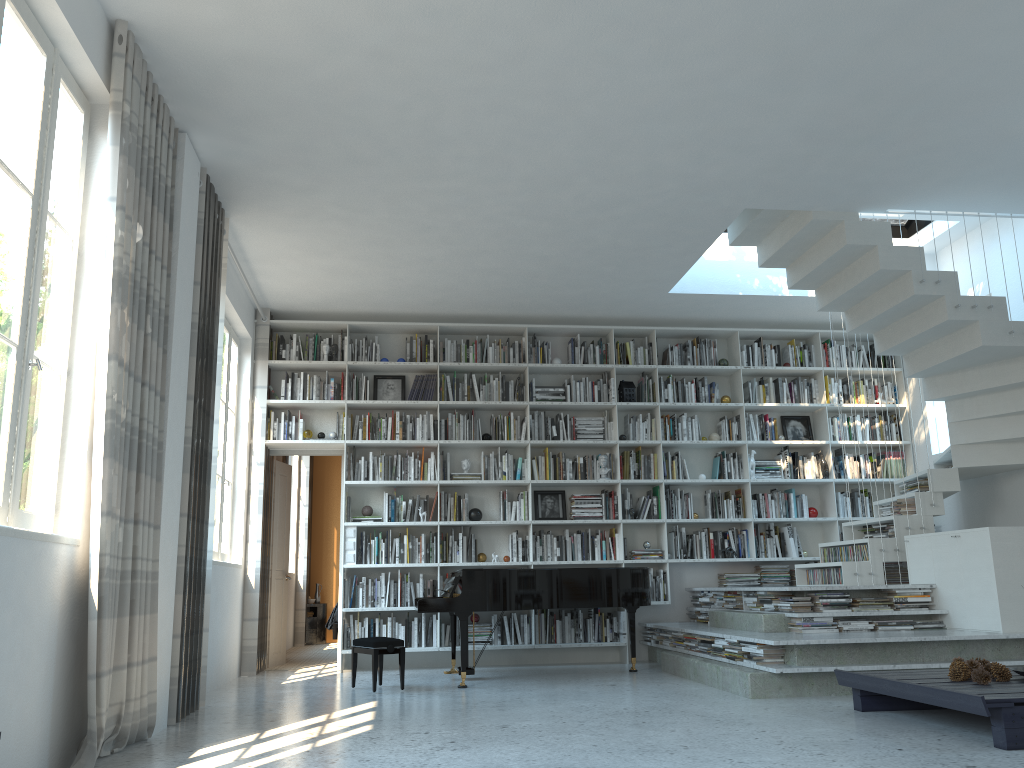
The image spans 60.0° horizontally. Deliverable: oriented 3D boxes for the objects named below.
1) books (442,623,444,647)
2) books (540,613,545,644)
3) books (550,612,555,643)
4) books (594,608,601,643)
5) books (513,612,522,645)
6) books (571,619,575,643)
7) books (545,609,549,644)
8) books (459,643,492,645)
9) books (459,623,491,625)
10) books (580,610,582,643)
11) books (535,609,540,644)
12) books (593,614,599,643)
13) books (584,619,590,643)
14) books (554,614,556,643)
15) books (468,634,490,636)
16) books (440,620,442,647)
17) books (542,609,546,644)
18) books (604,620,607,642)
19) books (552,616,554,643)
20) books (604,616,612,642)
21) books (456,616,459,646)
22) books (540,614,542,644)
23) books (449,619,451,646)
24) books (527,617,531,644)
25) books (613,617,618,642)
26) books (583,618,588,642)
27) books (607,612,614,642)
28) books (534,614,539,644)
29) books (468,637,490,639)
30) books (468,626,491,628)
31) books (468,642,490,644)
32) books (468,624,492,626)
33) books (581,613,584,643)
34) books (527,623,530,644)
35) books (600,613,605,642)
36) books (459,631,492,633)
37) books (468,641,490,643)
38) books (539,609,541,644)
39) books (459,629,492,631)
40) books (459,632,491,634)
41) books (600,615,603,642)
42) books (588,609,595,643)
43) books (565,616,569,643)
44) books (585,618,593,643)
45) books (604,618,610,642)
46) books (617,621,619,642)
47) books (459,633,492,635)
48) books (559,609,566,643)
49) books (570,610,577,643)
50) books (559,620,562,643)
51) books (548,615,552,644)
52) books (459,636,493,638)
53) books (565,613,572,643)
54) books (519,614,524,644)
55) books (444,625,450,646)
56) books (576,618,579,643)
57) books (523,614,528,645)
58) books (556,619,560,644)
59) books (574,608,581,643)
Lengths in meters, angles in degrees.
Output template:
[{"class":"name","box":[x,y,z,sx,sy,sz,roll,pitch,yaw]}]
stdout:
[{"class":"books","box":[-0.621,2.246,7.945,0.025,0.197,0.160,0,-13,-7]},{"class":"books","box":[0.272,2.222,8.065,0.025,0.263,0.145,0,-13,-7]},{"class":"books","box":[0.369,2.217,8.081,0.012,0.275,0.155,0,-13,-7]},{"class":"books","box":[0.781,2.195,8.109,0.013,0.316,0.187,0,-13,-7]},{"class":"books","box":[0.038,2.212,8.027,0.073,0.275,0.181,0,-13,-7]},{"class":"books","box":[0.541,2.253,8.090,0.024,0.203,0.145,0,-13,-7]},{"class":"books","box":[0.313,2.197,8.066,0.034,0.310,0.170,0,-13,-7]},{"class":"books","box":[-0.331,2.335,7.964,0.285,0.007,0.160,1,-13,-7]},{"class":"books","box":[-0.331,2.158,7.990,0.285,0.005,0.160,-1,-13,-2]},{"class":"books","box":[0.610,2.209,8.092,0.014,0.287,0.185,0,-13,-7]},{"class":"books","box":[0.232,2.199,8.045,0.014,0.300,0.185,0,-13,-7]},{"class":"books","box":[0.754,2.226,8.095,0.044,0.250,0.187,0,-13,-7]},{"class":"books","box":[0.687,2.248,8.085,0.010,0.205,0.180,0,-13,-7]},{"class":"books","box":[0.381,2.228,8.081,0.012,0.254,0.151,0,-13,-7]},{"class":"books","box":[-0.330,2.254,7.979,0.254,0.007,0.161,0,-13,-6]},{"class":"books","box":[-0.640,2.231,7.950,0.012,0.230,0.138,0,-13,-7]},{"class":"books","box":[0.291,2.184,8.065,0.012,0.336,0.144,0,-12,-7]},{"class":"books","box":[0.837,2.261,8.121,0.024,0.191,0.155,0,-13,-7]},{"class":"books","box":[0.358,2.235,8.071,0.012,0.238,0.129,0,-13,-7]},{"class":"books","box":[0.884,2.244,8.133,0.028,0.227,0.162,0,-13,-7]},{"class":"books","box":[-0.495,2.206,7.969,0.027,0.281,0.129,0,-12,-7]},{"class":"books","box":[0.254,2.227,8.072,0.010,0.258,0.131,0,-13,-7]},{"class":"books","box":[-0.544,2.228,7.949,0.023,0.231,0.164,0,-13,-7]},{"class":"books","box":[0.155,2.236,8.056,0.021,0.237,0.116,0,-13,-7]},{"class":"books","box":[0.926,2.246,8.123,0.029,0.217,0.191,0,-13,-7]},{"class":"books","box":[0.658,2.252,8.114,0.040,0.212,0.129,0,-13,-7]},{"class":"books","box":[0.905,2.228,8.130,0.013,0.255,0.177,0,-13,-7]},{"class":"books","box":[0.212,2.221,8.037,0.026,0.255,0.183,0,-13,-7]},{"class":"books","box":[-0.329,2.279,7.967,0.254,0.007,0.161,1,-13,-11]},{"class":"books","box":[-0.330,2.185,7.985,0.254,0.005,0.161,2,-13,-12]},{"class":"books","box":[-0.331,2.322,7.966,0.254,0.007,0.161,1,-13,-7]},{"class":"books","box":[-0.332,2.172,8.000,0.285,0.005,0.160,1,-13,-7]},{"class":"books","box":[0.627,2.225,8.107,0.024,0.261,0.132,0,-13,-7]},{"class":"books","box":[0.136,2.259,8.028,0.024,0.179,0.172,0,-13,-7]},{"class":"books","box":[0.820,2.226,8.117,0.011,0.257,0.172,0,-13,-7]},{"class":"books","box":[-0.333,2.229,7.982,0.285,0.005,0.160,1,-13,-9]},{"class":"books","box":[-0.331,2.314,7.966,0.254,0.007,0.161,0,-13,-6]},{"class":"books","box":[0.243,2.184,8.067,0.014,0.339,0.140,0,-12,-7]},{"class":"books","box":[-0.334,2.213,7.988,0.285,0.005,0.160,1,-13,-8]},{"class":"books","box":[-0.331,2.241,7.985,0.285,0.007,0.160,1,-13,-7]},{"class":"books","box":[0.799,2.239,8.127,0.028,0.238,0.140,0,-13,-7]},{"class":"books","box":[0.725,2.208,8.106,0.011,0.292,0.184,0,-13,-7]},{"class":"books","box":[0.485,2.238,8.089,0.030,0.234,0.138,0,-13,-7]},{"class":"books","box":[0.706,2.247,8.093,0.029,0.209,0.171,0,-13,-7]},{"class":"books","box":[0.861,2.252,8.116,0.022,0.204,0.191,0,-13,-7]},{"class":"books","box":[0.951,2.266,8.134,0.023,0.181,0.149,0,-13,-7]},{"class":"books","box":[-0.330,2.247,7.981,0.285,0.007,0.160,0,-13,-6]},{"class":"books","box":[0.457,2.208,8.089,0.026,0.293,0.155,0,-13,-7]},{"class":"books","box":[0.561,2.211,8.089,0.013,0.284,0.185,0,-13,-7]},{"class":"books","box":[0.429,2.258,8.086,0.030,0.196,0.143,0,-13,-7]},{"class":"books","box":[0.341,2.231,8.073,0.022,0.246,0.144,0,-13,-7]},{"class":"books","box":[-0.329,2.273,7.968,0.285,0.007,0.160,1,-13,-11]},{"class":"books","box":[0.514,2.225,8.095,0.028,0.260,0.133,0,-13,-7]},{"class":"books","box":[0.085,2.223,8.044,0.025,0.258,0.133,0,-13,-7]},{"class":"books","box":[-0.582,2.251,7.941,0.053,0.183,0.148,0,-13,-7]},{"class":"books","box":[0.578,2.247,8.087,0.022,0.212,0.167,0,-13,-7]},{"class":"books","box":[0.113,2.216,8.017,0.024,0.259,0.190,0,-13,-7]},{"class":"books","box":[0.404,2.246,8.054,0.028,0.206,0.175,0,-13,-7]},{"class":"books","box":[0.596,2.185,8.094,0.014,0.335,0.183,0,-13,-7]}]
